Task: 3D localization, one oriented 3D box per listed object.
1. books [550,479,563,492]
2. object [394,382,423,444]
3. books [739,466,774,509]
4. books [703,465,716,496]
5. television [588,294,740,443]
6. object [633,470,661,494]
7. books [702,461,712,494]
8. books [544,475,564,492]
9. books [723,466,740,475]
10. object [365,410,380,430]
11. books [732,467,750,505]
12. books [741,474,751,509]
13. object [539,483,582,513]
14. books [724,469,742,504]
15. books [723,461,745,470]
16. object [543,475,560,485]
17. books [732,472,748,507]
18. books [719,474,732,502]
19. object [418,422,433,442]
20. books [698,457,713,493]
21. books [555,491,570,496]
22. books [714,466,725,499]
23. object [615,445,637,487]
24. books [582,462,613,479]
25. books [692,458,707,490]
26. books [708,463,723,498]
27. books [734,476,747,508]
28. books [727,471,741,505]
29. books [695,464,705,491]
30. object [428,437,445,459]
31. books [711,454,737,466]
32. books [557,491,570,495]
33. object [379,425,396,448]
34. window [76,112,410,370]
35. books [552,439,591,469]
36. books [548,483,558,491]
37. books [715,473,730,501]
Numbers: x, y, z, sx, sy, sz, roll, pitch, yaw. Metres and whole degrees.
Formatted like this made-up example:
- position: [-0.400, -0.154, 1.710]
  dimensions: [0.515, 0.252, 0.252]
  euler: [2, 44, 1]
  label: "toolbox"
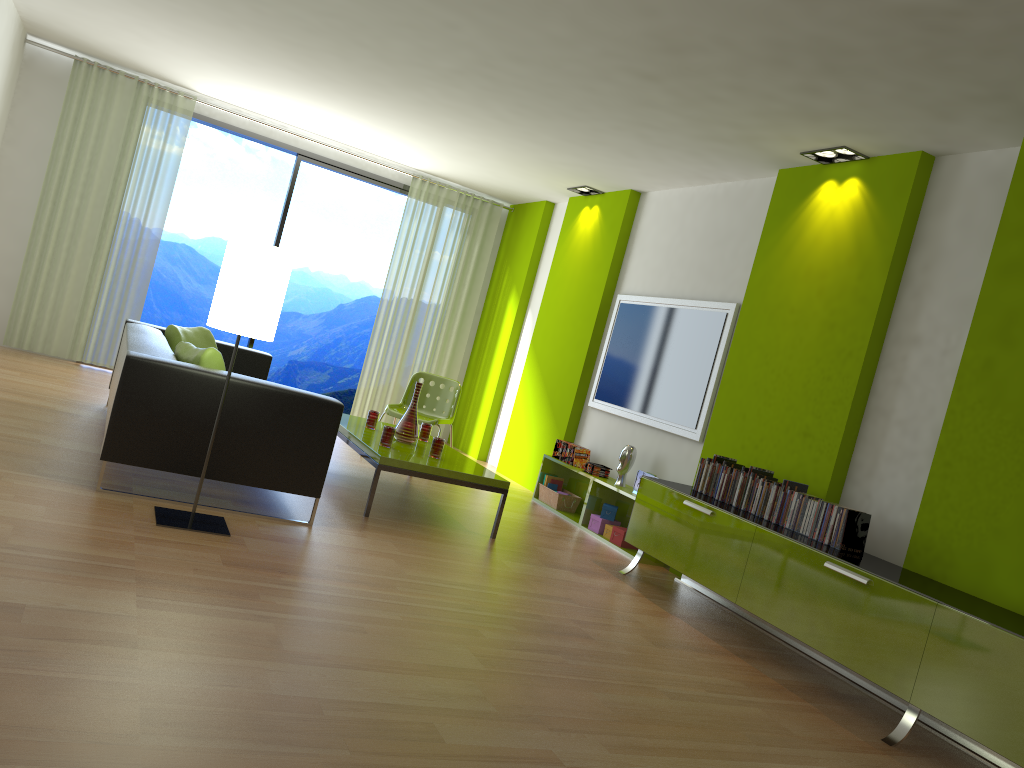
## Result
- position: [0.342, 0.856, 7.074]
  dimensions: [0.105, 0.182, 0.031]
  euler: [14, 2, -25]
  label: "books"
- position: [-0.648, 0.184, 5.738]
  dimensions: [0.168, 0.400, 0.168]
  euler: [14, 2, -39]
  label: "object"
- position: [1.332, 0.582, 4.841]
  dimensions: [0.163, 0.248, 0.017]
  euler: [14, 2, -25]
  label: "books"
- position: [1.196, 0.571, 5.111]
  dimensions: [0.180, 0.183, 0.025]
  euler: [14, 2, -25]
  label: "books"
- position: [1.050, -0.171, 6.486]
  dimensions: [0.028, 0.941, 1.537]
  euler: [14, 2, -25]
  label: "television"
- position: [0.913, 0.686, 5.941]
  dimensions: [0.047, 0.176, 0.340]
  euler: [14, 2, -20]
  label: "object"
- position: [1.192, 0.560, 5.147]
  dimensions: [0.161, 0.201, 0.013]
  euler: [14, 2, -25]
  label: "books"
- position: [0.326, 0.841, 7.089]
  dimensions: [0.158, 0.202, 0.051]
  euler: [14, 2, -25]
  label: "books"
- position: [1.245, 0.577, 5.024]
  dimensions: [0.163, 0.201, 0.025]
  euler: [14, 2, -25]
  label: "books"
- position: [-0.946, 0.243, 6.003]
  dimensions: [0.076, 0.122, 0.075]
  euler: [15, 2, 10]
  label: "object"
- position: [1.307, 0.583, 4.918]
  dimensions: [0.144, 0.229, 0.025]
  euler: [14, 2, -25]
  label: "books"
- position: [1.334, 0.605, 4.828]
  dimensions: [0.161, 0.204, 0.014]
  euler: [14, 2, -25]
  label: "books"
- position: [0.364, 0.900, 6.969]
  dimensions: [0.213, 0.129, 0.367]
  euler: [14, 2, -25]
  label: "object"
- position: [1.278, 0.587, 4.953]
  dimensions: [0.163, 0.204, 0.025]
  euler: [14, 2, -25]
  label: "books"
- position: [1.240, 0.561, 5.066]
  dimensions: [0.144, 0.227, 0.025]
  euler: [14, 2, -25]
  label: "books"
- position: [0.316, 0.839, 7.112]
  dimensions: [0.158, 0.200, 0.040]
  euler: [14, 2, -25]
  label: "object"
- position: [1.307, 0.597, 4.888]
  dimensions: [0.163, 0.204, 0.033]
  euler: [14, 2, -25]
  label: "books"
- position: [1.253, 0.600, 4.972]
  dimensions: [0.185, 0.164, 0.025]
  euler: [14, 2, -25]
  label: "books"
- position: [-0.599, 0.334, 6.107]
  dimensions: [0.076, 0.122, 0.075]
  euler: [15, 2, 10]
  label: "object"
- position: [1.180, 0.549, 5.164]
  dimensions: [0.172, 0.215, 0.030]
  euler: [14, 2, -25]
  label: "books"
- position: [0.403, 0.874, 6.910]
  dimensions: [0.143, 0.025, 0.182]
  euler: [14, 2, -25]
  label: "books"
- position: [1.236, 0.577, 5.044]
  dimensions: [0.163, 0.196, 0.018]
  euler: [14, 2, -25]
  label: "books"
- position: [0.806, 0.583, 6.292]
  dimensions: [0.107, 0.305, 0.107]
  euler: [16, 2, 32]
  label: "object"
- position: [0.629, 0.637, 6.573]
  dimensions: [0.164, 0.078, 0.172]
  euler: [14, 2, -26]
  label: "books"
- position: [1.155, 0.547, 5.229]
  dimensions: [0.163, 0.201, 0.025]
  euler: [14, 2, -25]
  label: "books"
- position: [1.217, 0.568, 5.088]
  dimensions: [0.163, 0.201, 0.032]
  euler: [14, 2, -25]
  label: "books"
- position: [1.308, 0.608, 4.858]
  dimensions: [0.180, 0.185, 0.025]
  euler: [14, 2, -25]
  label: "books"
- position: [1.286, 0.592, 4.934]
  dimensions: [0.163, 0.198, 0.018]
  euler: [14, 2, -25]
  label: "books"
- position: [1.160, 0.565, 5.210]
  dimensions: [0.163, 0.171, 0.017]
  euler: [14, 2, -25]
  label: "books"
- position: [-0.457, 0.391, 5.396]
  dimensions: [0.075, 0.122, 0.076]
  euler: [16, 2, 31]
  label: "object"
- position: [1.203, 0.540, 5.132]
  dimensions: [0.163, 0.246, 0.017]
  euler: [14, 2, -25]
  label: "books"
- position: [0.398, 0.856, 6.925]
  dimensions: [0.087, 0.008, 0.110]
  euler: [15, 2, 15]
  label: "books"
- position: [-0.743, 0.317, 5.302]
  dimensions: [0.076, 0.122, 0.075]
  euler: [15, 2, 10]
  label: "object"
- position: [-2.194, -1.022, 8.772]
  dimensions: [3.336, 2.498, 0.219]
  euler: [14, 2, -25]
  label: "window"
- position: [0.475, 0.551, 6.943]
  dimensions: [0.147, 0.150, 0.370]
  euler: [14, 2, -25]
  label: "books"
- position: [0.311, 0.866, 7.047]
  dimensions: [0.086, 0.148, 0.025]
  euler: [14, 2, -25]
  label: "books"
- position: [1.240, 0.597, 4.998]
  dimensions: [0.185, 0.162, 0.025]
  euler: [14, 2, -25]
  label: "books"
